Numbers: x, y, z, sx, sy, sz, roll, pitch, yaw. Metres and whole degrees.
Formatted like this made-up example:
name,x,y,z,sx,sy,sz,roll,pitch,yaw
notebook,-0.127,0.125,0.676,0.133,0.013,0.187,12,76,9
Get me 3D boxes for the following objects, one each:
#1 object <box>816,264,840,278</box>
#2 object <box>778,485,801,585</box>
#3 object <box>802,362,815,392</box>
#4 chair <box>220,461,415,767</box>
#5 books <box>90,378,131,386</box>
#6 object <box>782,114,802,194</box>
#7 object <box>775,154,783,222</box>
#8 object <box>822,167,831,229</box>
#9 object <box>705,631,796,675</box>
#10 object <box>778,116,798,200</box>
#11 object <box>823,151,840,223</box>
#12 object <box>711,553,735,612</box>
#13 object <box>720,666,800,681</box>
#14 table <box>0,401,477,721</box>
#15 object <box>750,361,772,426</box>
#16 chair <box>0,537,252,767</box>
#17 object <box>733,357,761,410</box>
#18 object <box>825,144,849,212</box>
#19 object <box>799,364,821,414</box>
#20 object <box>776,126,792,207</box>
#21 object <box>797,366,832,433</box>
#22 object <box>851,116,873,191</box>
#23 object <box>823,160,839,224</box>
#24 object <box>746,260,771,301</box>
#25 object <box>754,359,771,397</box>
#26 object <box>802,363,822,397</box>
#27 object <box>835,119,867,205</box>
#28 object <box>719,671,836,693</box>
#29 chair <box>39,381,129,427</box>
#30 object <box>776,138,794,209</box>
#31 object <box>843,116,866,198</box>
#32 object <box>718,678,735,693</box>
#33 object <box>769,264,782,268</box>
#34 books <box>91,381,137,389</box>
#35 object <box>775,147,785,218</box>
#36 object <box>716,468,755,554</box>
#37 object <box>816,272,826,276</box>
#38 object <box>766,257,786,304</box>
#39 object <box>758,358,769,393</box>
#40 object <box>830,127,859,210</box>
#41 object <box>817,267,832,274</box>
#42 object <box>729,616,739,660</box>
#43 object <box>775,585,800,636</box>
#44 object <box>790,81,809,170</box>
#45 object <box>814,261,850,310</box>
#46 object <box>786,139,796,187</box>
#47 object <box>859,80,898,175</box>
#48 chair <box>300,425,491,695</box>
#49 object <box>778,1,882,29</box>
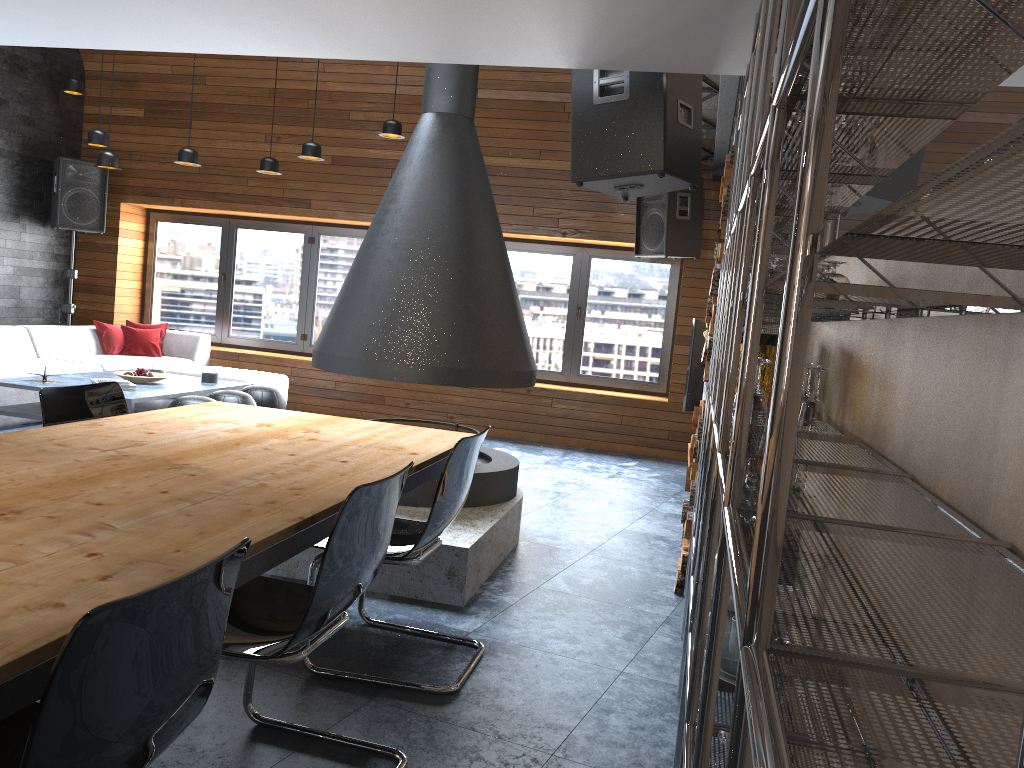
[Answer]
name,x,y,z,sx,sy,sz,roll,pitch,yaw
object,0.866,-0.266,2.449,0.092,0.124,0.092,9,6,37
object,0.822,0.492,2.698,0.099,0.372,0.099,3,5,-30
object,0.886,0.018,2.723,0.081,0.170,0.081,9,6,37
chair,-0.565,0.595,2.216,0.599,0.825,0.527,7,5,12
books,-2.781,-0.015,6.138,0.210,0.017,0.265,2,6,-37
object,0.643,-0.528,2.006,0.060,0.191,0.060,9,6,37
object,0.750,-0.559,2.531,0.070,0.184,0.071,5,5,-12
object,0.911,-0.552,2.632,0.070,0.184,0.071,5,5,-12
object,0.560,0.642,2.097,0.215,0.080,0.217,7,5,20
object,0.663,-0.534,2.100,0.060,0.191,0.060,9,6,37
object,0.875,-0.538,2.431,0.070,0.184,0.071,5,5,-12
object,0.664,0.575,2.629,0.177,0.188,0.177,2,6,-37
object,0.594,0.663,2.090,0.246,0.052,0.249,7,5,20
table,-1.357,0.583,0.821,1.185,0.927,5.999,7,5,12
object,0.661,0.023,2.403,0.081,0.170,0.081,9,6,37
chair,-0.745,0.649,1.371,0.599,0.825,0.527,7,5,12
object,0.741,-0.001,2.781,0.081,0.170,0.081,9,6,37
object,0.862,-0.532,2.338,0.070,0.184,0.071,5,5,-12
object,0.826,0.031,2.497,0.081,0.170,0.081,6,5,7
object,0.688,-0.541,2.217,0.060,0.191,0.060,9,6,37
object,0.808,0.040,2.363,0.081,0.170,0.081,9,6,37
object,0.747,-0.506,1.866,0.060,0.191,0.060,9,6,37
object,0.907,-0.544,2.532,0.070,0.184,0.071,5,5,-12
object,0.703,-0.287,2.510,0.092,0.124,0.092,9,6,37
object,0.699,0.015,2.540,0.081,0.170,0.081,6,5,7
object,0.864,0.026,2.601,0.081,0.170,0.081,6,5,7
object,0.794,-0.520,2.085,0.060,0.191,0.060,9,6,37
object,0.618,0.670,2.077,0.308,0.058,0.311,7,5,20
chair,-1.368,0.436,3.179,0.599,0.825,0.527,7,5,12
object,0.716,-0.546,2.335,0.070,0.184,0.071,5,5,-12
object,0.771,-0.513,1.975,0.060,0.191,0.060,1,6,-42
object,0.554,0.692,2.104,0.184,0.024,0.184,7,5,12
object,0.764,-0.291,2.633,0.092,0.124,0.092,9,6,37
books,-2.775,0.001,6.183,0.239,0.021,0.299,2,6,-37
object,0.722,-0.554,2.439,0.070,0.184,0.071,5,5,-12
object,0.718,0.448,2.817,0.129,0.420,0.129,7,5,15
object,0.924,-0.283,2.721,0.092,0.124,0.092,9,6,37
object,0.698,-0.277,2.388,0.092,0.124,0.092,9,6,37
object,0.727,0.008,2.647,0.081,0.170,0.081,6,5,7
object,0.812,-0.525,2.171,0.060,0.191,0.060,9,6,37
object,0.892,-0.273,2.572,0.092,0.124,0.092,9,6,37
object,0.567,0.609,2.094,0.101,0.136,0.098,5,5,-5
object,0.724,0.620,2.448,0.100,0.142,0.102,5,5,-9
object,0.600,-0.515,1.806,0.060,0.191,0.060,9,6,37
object,0.841,-0.258,2.332,0.092,0.124,0.092,9,6,37
object,0.620,-0.521,1.897,0.060,0.191,0.060,9,6,37
object,0.726,-0.500,1.767,0.060,0.191,0.060,9,6,37
chair,-0.385,0.542,3.061,0.599,0.825,0.527,7,5,12
object,0.905,-1.109,2.486,0.322,0.164,0.312,6,5,0
